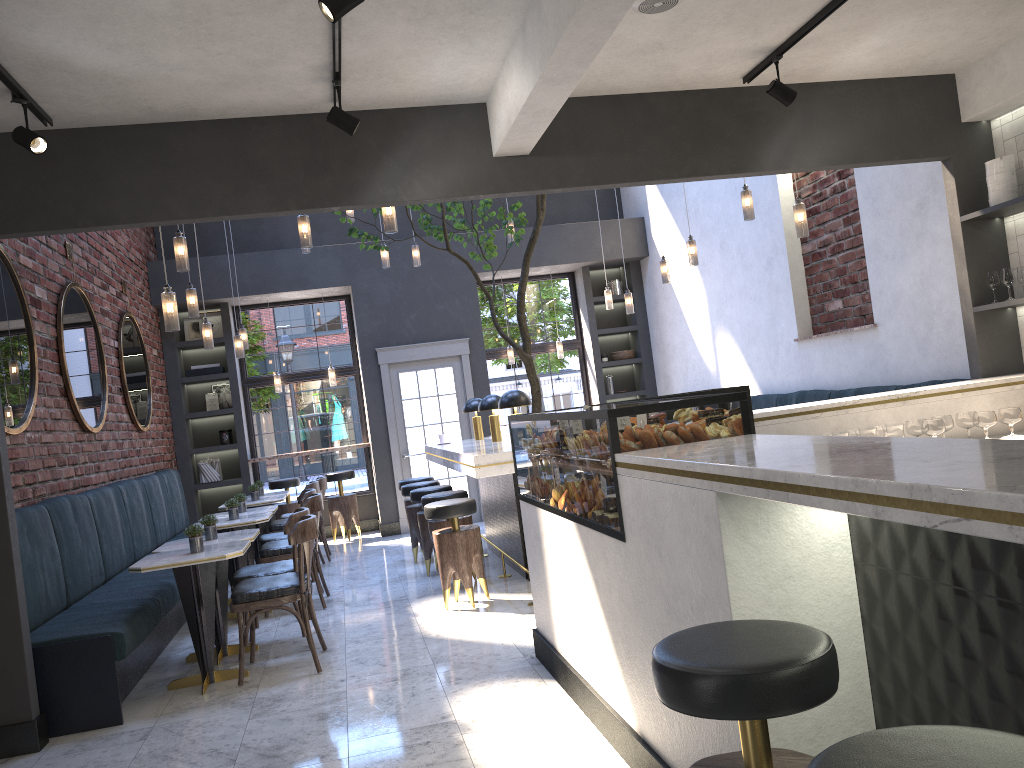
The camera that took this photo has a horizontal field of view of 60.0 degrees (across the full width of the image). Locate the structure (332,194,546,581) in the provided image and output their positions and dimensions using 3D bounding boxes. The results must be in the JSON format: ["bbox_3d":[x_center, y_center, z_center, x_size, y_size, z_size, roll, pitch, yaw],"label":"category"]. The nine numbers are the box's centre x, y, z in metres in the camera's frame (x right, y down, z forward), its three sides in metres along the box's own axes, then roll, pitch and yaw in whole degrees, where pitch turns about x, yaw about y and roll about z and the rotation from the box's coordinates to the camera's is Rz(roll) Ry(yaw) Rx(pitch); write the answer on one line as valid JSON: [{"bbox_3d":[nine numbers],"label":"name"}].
[{"bbox_3d":[-0.147,-1.470,6.780,3.746,5.988,2.805,-8,-1,32],"label":"structure"}]

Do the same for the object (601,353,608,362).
[{"bbox_3d":[1.203,-0.340,11.631,0.116,0.119,0.117,-7,-1,-35],"label":"object"}]

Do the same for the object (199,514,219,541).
[{"bbox_3d":[-1.929,0.912,5.663,0.118,0.165,0.123,-7,-1,-34],"label":"object"}]

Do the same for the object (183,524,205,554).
[{"bbox_3d":[-1.818,0.885,5.092,0.118,0.165,0.123,-7,-1,-34],"label":"object"}]

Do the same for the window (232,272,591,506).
[{"bbox_3d":[-0.182,-1.639,5.397,6.404,5.364,12.714,-7,-1,-11],"label":"window"}]

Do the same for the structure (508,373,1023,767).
[{"bbox_3d":[2.173,0.485,2.223,3.204,1.300,5.807,-7,-1,-11],"label":"structure"}]

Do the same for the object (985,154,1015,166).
[{"bbox_3d":[2.828,-1.279,5.141,0.153,0.070,0.153,-8,-1,35],"label":"object"}]

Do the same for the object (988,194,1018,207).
[{"bbox_3d":[2.856,-1.056,5.148,0.153,0.055,0.153,-8,-2,41],"label":"object"}]

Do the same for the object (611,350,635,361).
[{"bbox_3d":[1.467,-0.375,11.708,0.305,0.123,0.305,-8,-1,10],"label":"object"}]

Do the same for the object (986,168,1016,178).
[{"bbox_3d":[2.836,-1.217,5.143,0.154,0.076,0.153,-8,-1,10],"label":"object"}]

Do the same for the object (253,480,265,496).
[{"bbox_3d":[-2.616,1.081,9.195,0.118,0.165,0.123,-7,-1,-34],"label":"object"}]

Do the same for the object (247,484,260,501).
[{"bbox_3d":[-2.505,1.053,8.624,0.118,0.165,0.123,-7,-1,-34],"label":"object"}]

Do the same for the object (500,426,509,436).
[{"bbox_3d":[-0.109,0.486,9.121,0.175,0.097,0.301,-7,-1,-20],"label":"object"}]

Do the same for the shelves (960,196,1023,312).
[{"bbox_3d":[3.224,-0.821,3.597,0.300,0.580,3.601,-7,-1,-11],"label":"shelves"}]

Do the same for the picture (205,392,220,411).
[{"bbox_3d":[-3.662,0.223,10.836,0.161,0.227,0.049,-7,-1,-11],"label":"picture"}]

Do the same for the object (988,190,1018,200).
[{"bbox_3d":[2.854,-1.091,5.147,0.153,0.074,0.154,-7,-1,-8],"label":"object"}]

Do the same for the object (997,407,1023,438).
[{"bbox_3d":[2.596,0.200,4.615,0.114,0.147,0.114,-7,-1,-7],"label":"object"}]

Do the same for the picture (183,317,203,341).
[{"bbox_3d":[-3.875,-0.657,10.809,0.230,0.313,0.061,-7,-1,-11],"label":"picture"}]

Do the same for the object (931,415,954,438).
[{"bbox_3d":[2.277,0.243,4.685,0.114,0.147,0.114,-7,-1,-7],"label":"object"}]

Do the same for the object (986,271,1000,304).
[{"bbox_3d":[2.856,-0.572,5.258,0.070,0.188,0.070,-7,-1,-20],"label":"object"}]

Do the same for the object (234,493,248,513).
[{"bbox_3d":[-2.277,0.997,7.450,0.118,0.165,0.123,-7,-1,-34],"label":"object"}]

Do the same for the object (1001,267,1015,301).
[{"bbox_3d":[2.878,-0.578,5.142,0.070,0.188,0.070,-7,-1,-20],"label":"object"}]

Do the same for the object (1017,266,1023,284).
[{"bbox_3d":[2.985,-0.591,5.163,0.070,0.188,0.070,-7,-1,-20],"label":"object"}]

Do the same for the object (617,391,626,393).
[{"bbox_3d":[1.433,0.108,11.585,0.130,0.026,0.130,-7,-1,-28],"label":"object"}]

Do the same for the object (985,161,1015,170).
[{"bbox_3d":[2.835,-1.248,5.142,0.153,0.067,0.153,-8,-1,35],"label":"object"}]

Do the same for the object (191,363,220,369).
[{"bbox_3d":[-3.694,-0.201,10.675,0.327,0.039,0.227,-7,-1,-21],"label":"object"}]

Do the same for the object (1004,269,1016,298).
[{"bbox_3d":[2.963,-0.586,5.279,0.070,0.188,0.070,-7,-1,-20],"label":"object"}]

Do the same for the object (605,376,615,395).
[{"bbox_3d":[1.281,0.015,11.586,0.098,0.248,0.098,-8,-1,28],"label":"object"}]

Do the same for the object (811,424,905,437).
[{"bbox_3d":[1.706,0.314,4.534,0.575,0.147,0.256,-7,-1,-11],"label":"object"}]

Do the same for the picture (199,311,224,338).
[{"bbox_3d":[-3.724,-0.700,10.876,0.361,0.369,0.055,-7,-1,-11],"label":"picture"}]

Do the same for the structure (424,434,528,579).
[{"bbox_3d":[-0.043,1.023,7.699,0.990,1.050,3.491,-7,-1,-11],"label":"structure"}]

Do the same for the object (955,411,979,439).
[{"bbox_3d":[2.424,0.224,4.714,0.114,0.147,0.114,-7,-1,-7],"label":"object"}]

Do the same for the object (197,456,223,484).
[{"bbox_3d":[-3.624,1.020,10.637,0.250,0.323,0.241,-7,-1,-11],"label":"object"}]

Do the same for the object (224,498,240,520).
[{"bbox_3d":[-2.166,0.970,6.879,0.118,0.165,0.123,-7,-1,-34],"label":"object"}]

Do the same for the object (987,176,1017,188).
[{"bbox_3d":[2.844,-1.153,5.146,0.154,0.075,0.153,-6,-2,-44],"label":"object"}]

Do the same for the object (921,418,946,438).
[{"bbox_3d":[2.155,0.255,4.527,0.114,0.147,0.114,-7,-1,-7],"label":"object"}]

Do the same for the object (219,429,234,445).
[{"bbox_3d":[-3.440,0.640,10.672,0.152,0.181,0.152,-8,-1,27],"label":"object"}]

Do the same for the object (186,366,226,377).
[{"bbox_3d":[-3.679,-0.141,10.664,0.412,0.084,0.287,-7,-1,-11],"label":"object"}]

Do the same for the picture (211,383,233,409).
[{"bbox_3d":[-3.548,0.159,10.887,0.247,0.326,0.044,-7,-1,-11],"label":"picture"}]

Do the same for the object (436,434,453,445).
[{"bbox_3d":[-0.692,0.557,8.973,0.176,0.098,0.204,-7,-1,-6],"label":"object"}]

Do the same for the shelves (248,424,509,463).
[{"bbox_3d":[-1.035,0.660,11.167,4.402,0.043,0.384,-7,-1,-11],"label":"shelves"}]

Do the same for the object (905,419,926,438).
[{"bbox_3d":[2.130,0.261,4.656,0.114,0.147,0.114,-7,-1,-7],"label":"object"}]

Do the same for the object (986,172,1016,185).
[{"bbox_3d":[2.839,-1.182,5.145,0.153,0.060,0.153,-7,-1,-29],"label":"object"}]

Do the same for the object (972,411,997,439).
[{"bbox_3d":[2.449,0.218,4.585,0.114,0.147,0.114,-7,-1,-7],"label":"object"}]

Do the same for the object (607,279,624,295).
[{"bbox_3d":[1.370,-1.265,11.738,0.214,0.215,0.213,-7,-1,-2],"label":"object"}]

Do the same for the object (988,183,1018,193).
[{"bbox_3d":[2.851,-1.121,5.147,0.153,0.062,0.153,-8,-1,18],"label":"object"}]

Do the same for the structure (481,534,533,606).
[{"bbox_3d":[0.011,1.439,7.693,0.496,0.210,3.500,-7,-1,-11],"label":"structure"}]
